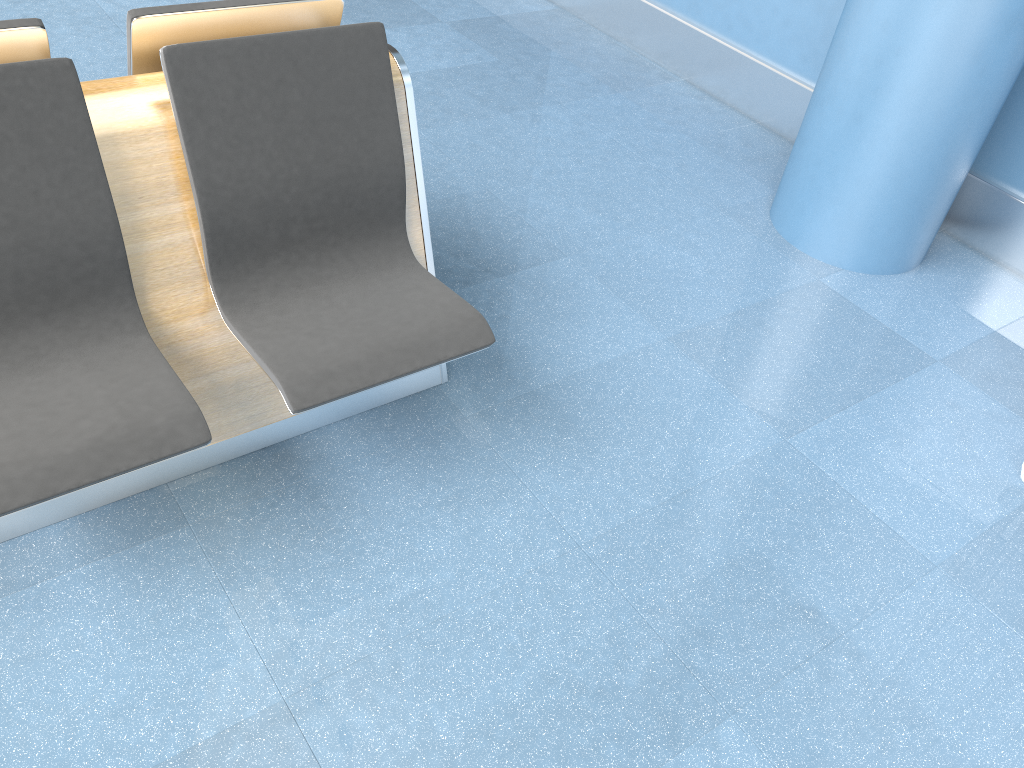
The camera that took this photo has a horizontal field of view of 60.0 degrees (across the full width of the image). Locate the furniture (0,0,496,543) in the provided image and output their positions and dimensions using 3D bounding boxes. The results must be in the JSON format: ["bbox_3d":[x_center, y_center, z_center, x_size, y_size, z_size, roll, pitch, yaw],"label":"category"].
[{"bbox_3d":[-1.251,-0.209,1.785,2.281,0.896,1.301,-21,49,-30],"label":"furniture"}]
